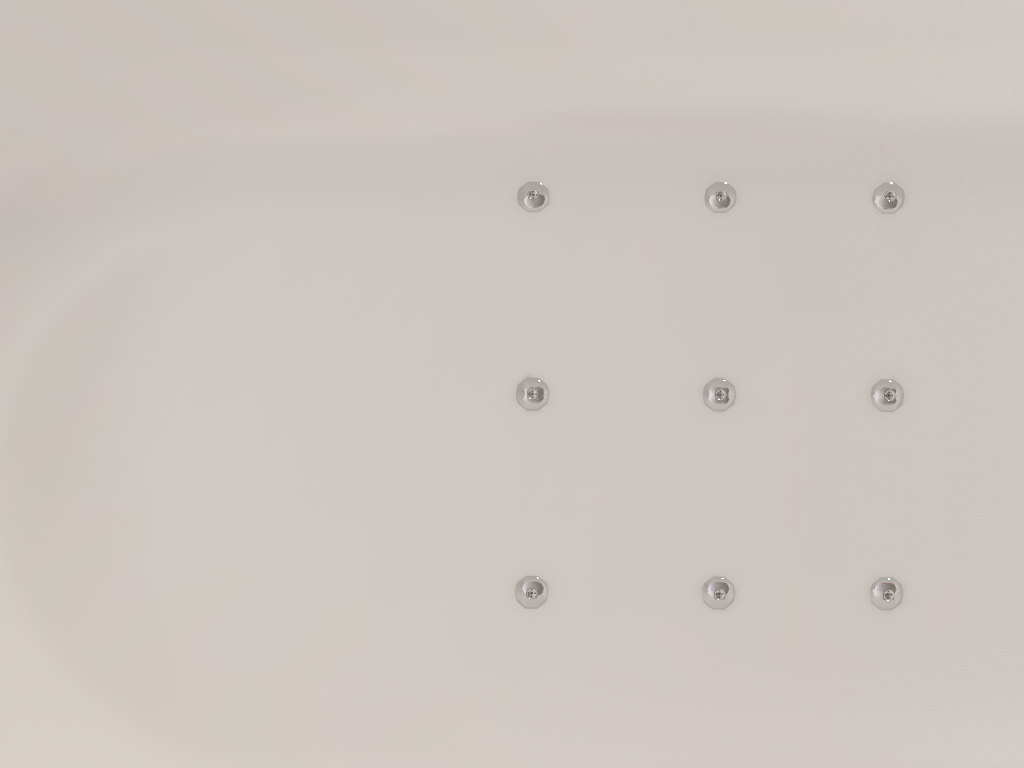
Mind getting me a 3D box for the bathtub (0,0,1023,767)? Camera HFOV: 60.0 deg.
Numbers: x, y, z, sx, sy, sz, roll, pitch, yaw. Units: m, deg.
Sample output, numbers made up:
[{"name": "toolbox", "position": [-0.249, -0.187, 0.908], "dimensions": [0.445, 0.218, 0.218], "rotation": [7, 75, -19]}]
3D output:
[{"name": "bathtub", "position": [0.265, 0.065, 0.164], "dimensions": [1.874, 0.900, 0.888], "rotation": [0, 90, 0]}]
